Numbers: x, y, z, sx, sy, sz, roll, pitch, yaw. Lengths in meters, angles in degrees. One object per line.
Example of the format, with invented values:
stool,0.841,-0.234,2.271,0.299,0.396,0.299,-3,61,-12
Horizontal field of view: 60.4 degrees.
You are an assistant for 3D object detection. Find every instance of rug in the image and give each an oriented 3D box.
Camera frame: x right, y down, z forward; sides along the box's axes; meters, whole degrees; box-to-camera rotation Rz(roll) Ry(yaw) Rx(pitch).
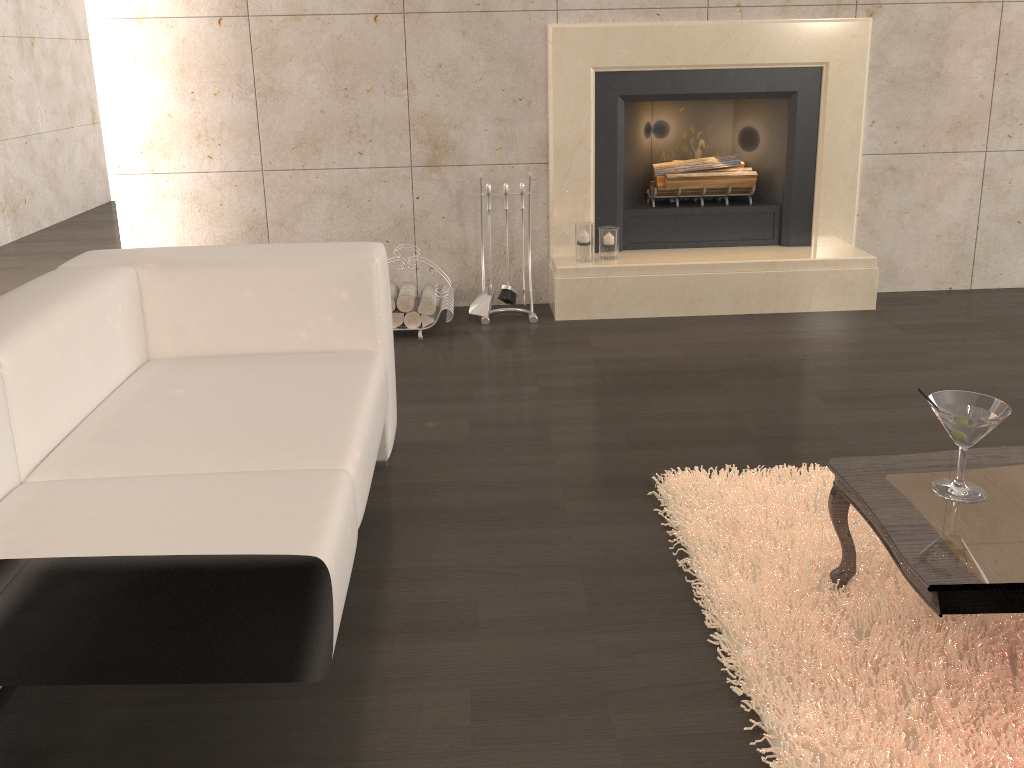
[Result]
rug,1.175,0.590,1.632,1.508,0.065,2.066,-2,21,-2

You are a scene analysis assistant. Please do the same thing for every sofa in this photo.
sofa,-0.773,0.356,1.479,0.943,0.630,2.877,-2,20,-2

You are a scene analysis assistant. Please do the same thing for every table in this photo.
table,1.156,0.448,1.610,0.904,0.293,0.945,-3,20,-4

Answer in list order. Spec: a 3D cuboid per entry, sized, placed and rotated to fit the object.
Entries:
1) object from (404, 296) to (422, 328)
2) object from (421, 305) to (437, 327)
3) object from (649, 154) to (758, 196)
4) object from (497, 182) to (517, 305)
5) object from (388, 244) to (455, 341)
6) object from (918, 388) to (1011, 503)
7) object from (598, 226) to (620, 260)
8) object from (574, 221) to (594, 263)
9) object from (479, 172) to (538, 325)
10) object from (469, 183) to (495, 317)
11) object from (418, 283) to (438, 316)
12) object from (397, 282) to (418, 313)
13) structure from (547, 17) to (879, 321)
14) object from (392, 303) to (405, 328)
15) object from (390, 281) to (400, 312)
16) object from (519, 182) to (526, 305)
object,-0.444,-0.329,4.007,0.079,0.074,0.260,-2,20,-2
object,-0.376,-0.322,4.007,0.061,0.057,0.251,-2,20,-2
object,0.957,-1.044,4.414,0.513,0.205,0.227,-2,18,-2
object,-0.022,-0.641,4.082,0.070,0.570,0.140,4,16,20
object,-0.485,-0.450,4.041,0.431,0.368,0.519,-2,19,-2
object,0.917,0.118,1.787,0.152,0.210,0.155,-10,19,-26
object,0.461,-0.671,4.190,0.108,0.143,0.111,-1,17,2
object,0.338,-0.667,4.137,0.099,0.178,0.100,12,21,38
object,-0.024,-0.642,4.088,0.263,0.677,0.223,-2,15,-2
object,-0.124,-0.619,4.049,0.117,0.585,0.128,10,19,36
object,-0.382,-0.386,4.001,0.080,0.076,0.271,-2,20,-2
object,-0.473,-0.396,3.988,0.079,0.074,0.260,-2,20,-2
structure,0.934,-1.059,4.257,1.525,1.301,0.607,-2,16,-2
object,-0.522,-0.332,4.018,0.082,0.071,0.285,-2,20,-2
object,-0.559,-0.396,3.982,0.081,0.080,0.260,-2,20,-2
object,0.058,-0.645,4.057,0.027,0.548,0.109,-4,15,-9
